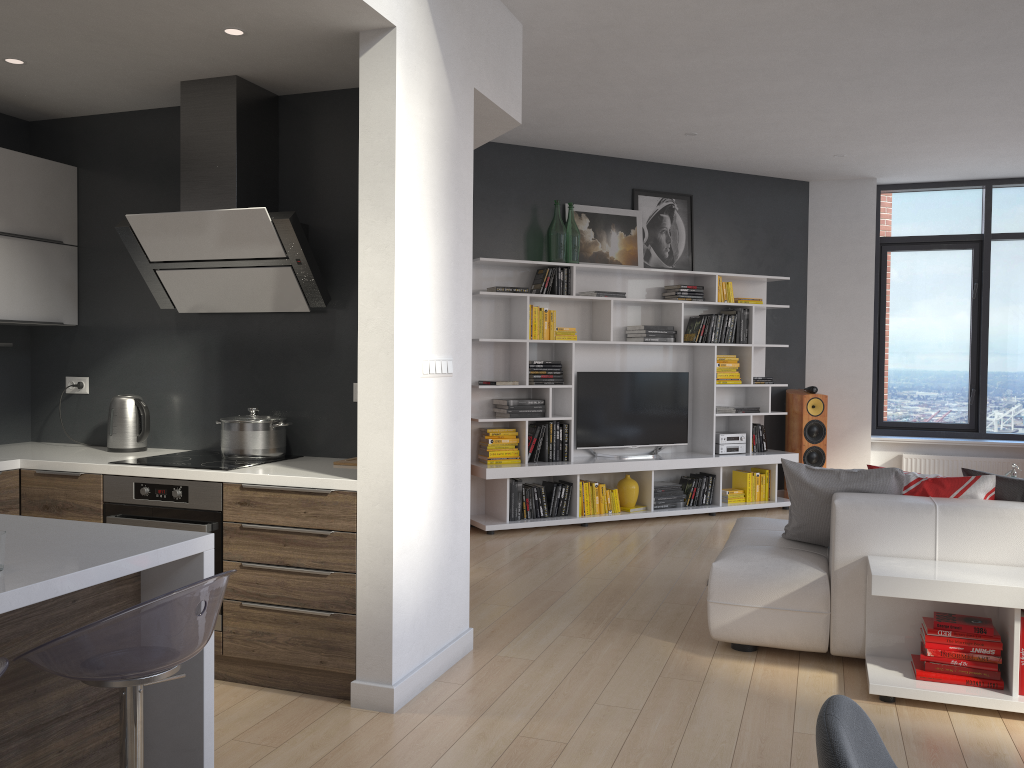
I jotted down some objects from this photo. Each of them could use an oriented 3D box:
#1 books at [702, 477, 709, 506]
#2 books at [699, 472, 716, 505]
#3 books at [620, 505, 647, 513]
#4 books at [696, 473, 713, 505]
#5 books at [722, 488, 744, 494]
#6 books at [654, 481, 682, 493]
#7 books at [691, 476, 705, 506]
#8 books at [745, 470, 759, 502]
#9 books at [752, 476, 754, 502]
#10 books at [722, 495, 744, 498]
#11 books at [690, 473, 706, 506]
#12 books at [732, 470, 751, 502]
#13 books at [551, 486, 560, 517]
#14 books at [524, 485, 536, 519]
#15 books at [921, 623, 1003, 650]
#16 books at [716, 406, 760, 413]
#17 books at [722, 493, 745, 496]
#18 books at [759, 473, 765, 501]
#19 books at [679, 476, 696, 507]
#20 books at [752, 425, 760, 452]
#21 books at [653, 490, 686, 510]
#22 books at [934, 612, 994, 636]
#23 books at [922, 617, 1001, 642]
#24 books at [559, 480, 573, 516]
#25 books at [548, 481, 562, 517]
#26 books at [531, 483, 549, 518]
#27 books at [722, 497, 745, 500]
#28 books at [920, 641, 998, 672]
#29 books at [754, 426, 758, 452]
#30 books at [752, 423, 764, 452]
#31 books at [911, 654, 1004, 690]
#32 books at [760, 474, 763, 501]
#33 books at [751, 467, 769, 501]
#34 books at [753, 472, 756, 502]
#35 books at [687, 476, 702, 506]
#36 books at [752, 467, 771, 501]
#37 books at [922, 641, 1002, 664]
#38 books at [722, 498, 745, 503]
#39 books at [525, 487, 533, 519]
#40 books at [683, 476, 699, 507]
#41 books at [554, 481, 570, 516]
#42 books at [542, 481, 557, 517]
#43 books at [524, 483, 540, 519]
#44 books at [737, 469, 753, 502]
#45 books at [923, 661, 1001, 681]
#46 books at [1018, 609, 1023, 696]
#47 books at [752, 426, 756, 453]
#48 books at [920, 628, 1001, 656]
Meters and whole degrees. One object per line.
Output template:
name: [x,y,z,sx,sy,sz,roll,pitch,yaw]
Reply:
books: [1.598,0.906,7.575,0.068,0.243,0.179,0,2,-27]
books: [1.659,0.896,7.611,0.066,0.260,0.197,0,2,-26]
books: [0.936,1.012,7.279,0.204,0.029,0.270,-1,2,-41]
books: [1.629,0.901,7.595,0.084,0.249,0.191,0,2,-26]
books: [1.902,0.935,7.730,0.186,0.026,0.138,0,2,-26]
books: [1.229,0.864,7.456,0.310,0.047,0.250,0,2,-30]
books: [1.561,0.907,7.536,0.069,0.242,0.172,0,2,-25]
books: [2.103,0.898,7.818,0.035,0.250,0.185,0,2,-26]
books: [2.066,0.911,7.783,0.024,0.229,0.156,0,2,-26]
books: [1.911,0.972,7.705,0.169,0.018,0.113,0,2,-24]
books: [1.571,0.899,7.569,0.075,0.254,0.192,0,2,-27]
books: [2.014,0.895,7.778,0.044,0.255,0.198,0,2,-26]
books: [0.305,0.911,6.943,0.069,0.242,0.172,0,2,-25]
books: [0.128,0.911,6.859,0.050,0.242,0.169,0,2,-26]
books: [1.761,0.990,3.482,0.269,0.028,0.179,1,2,21]
books: [1.999,0.225,7.858,0.310,0.047,0.250,0,2,-30]
books: [1.910,0.956,7.721,0.187,0.014,0.134,0,2,-26]
books: [2.174,0.905,7.855,0.024,0.234,0.172,0,2,-26]
books: [1.462,0.910,7.512,0.104,0.234,0.182,0,2,-26]
books: [2.139,0.481,7.892,0.050,0.242,0.169,0,2,-26]
books: [1.244,0.957,7.442,0.343,0.137,0.277,0,2,-31]
books: [1.765,0.938,3.473,0.206,0.029,0.152,1,2,25]
books: [1.761,0.964,3.485,0.254,0.025,0.178,1,2,19]
books: [0.405,0.900,7.018,0.066,0.260,0.197,0,2,-26]
books: [0.317,0.903,6.976,0.075,0.254,0.192,0,2,-27]
books: [0.209,0.906,6.906,0.083,0.249,0.191,0,2,-26]
books: [1.907,0.985,7.725,0.196,0.011,0.148,0,2,-26]
books: [1.750,1.068,3.481,0.266,0.026,0.187,1,2,25]
books: [2.115,0.485,7.889,0.049,0.236,0.170,0,2,-25]
books: [2.160,0.475,7.914,0.066,0.255,0.193,0,2,-26]
books: [1.743,1.131,3.486,0.301,0.032,0.227,1,2,19]
books: [2.152,0.906,7.840,0.024,0.234,0.172,0,2,-26]
books: [2.197,0.887,7.872,0.029,0.270,0.204,0,2,-26]
books: [2.077,0.897,7.808,0.019,0.251,0.180,0,2,-26]
books: [1.525,0.910,7.532,0.081,0.233,0.169,0,2,-27]
books: [2.218,0.887,7.892,0.025,0.270,0.213,0,2,-26]
books: [1.762,1.043,3.484,0.257,0.025,0.182,1,2,19]
books: [1.908,1.008,7.722,0.190,0.033,0.147,0,2,-26]
books: [0.105,0.914,6.856,0.049,0.236,0.170,0,2,-25]
books: [1.490,0.910,7.531,0.096,0.234,0.187,0,2,-25]
books: [0.375,0.905,7.003,0.084,0.249,0.191,0,2,-26]
books: [0.274,0.901,6.959,0.066,0.260,0.197,0,2,-26]
books: [0.149,0.905,6.882,0.066,0.255,0.193,0,2,-26]
books: [2.041,0.893,7.794,0.015,0.263,0.199,0,2,-26]
books: [1.761,1.098,3.487,0.259,0.034,0.206,1,2,22]
books: [1.927,1.006,3.376,0.036,0.294,0.208,1,2,19]
books: [2.091,0.484,7.885,0.053,0.240,0.189,0,2,-25]
books: [1.764,1.017,3.500,0.261,0.028,0.191,1,2,19]
